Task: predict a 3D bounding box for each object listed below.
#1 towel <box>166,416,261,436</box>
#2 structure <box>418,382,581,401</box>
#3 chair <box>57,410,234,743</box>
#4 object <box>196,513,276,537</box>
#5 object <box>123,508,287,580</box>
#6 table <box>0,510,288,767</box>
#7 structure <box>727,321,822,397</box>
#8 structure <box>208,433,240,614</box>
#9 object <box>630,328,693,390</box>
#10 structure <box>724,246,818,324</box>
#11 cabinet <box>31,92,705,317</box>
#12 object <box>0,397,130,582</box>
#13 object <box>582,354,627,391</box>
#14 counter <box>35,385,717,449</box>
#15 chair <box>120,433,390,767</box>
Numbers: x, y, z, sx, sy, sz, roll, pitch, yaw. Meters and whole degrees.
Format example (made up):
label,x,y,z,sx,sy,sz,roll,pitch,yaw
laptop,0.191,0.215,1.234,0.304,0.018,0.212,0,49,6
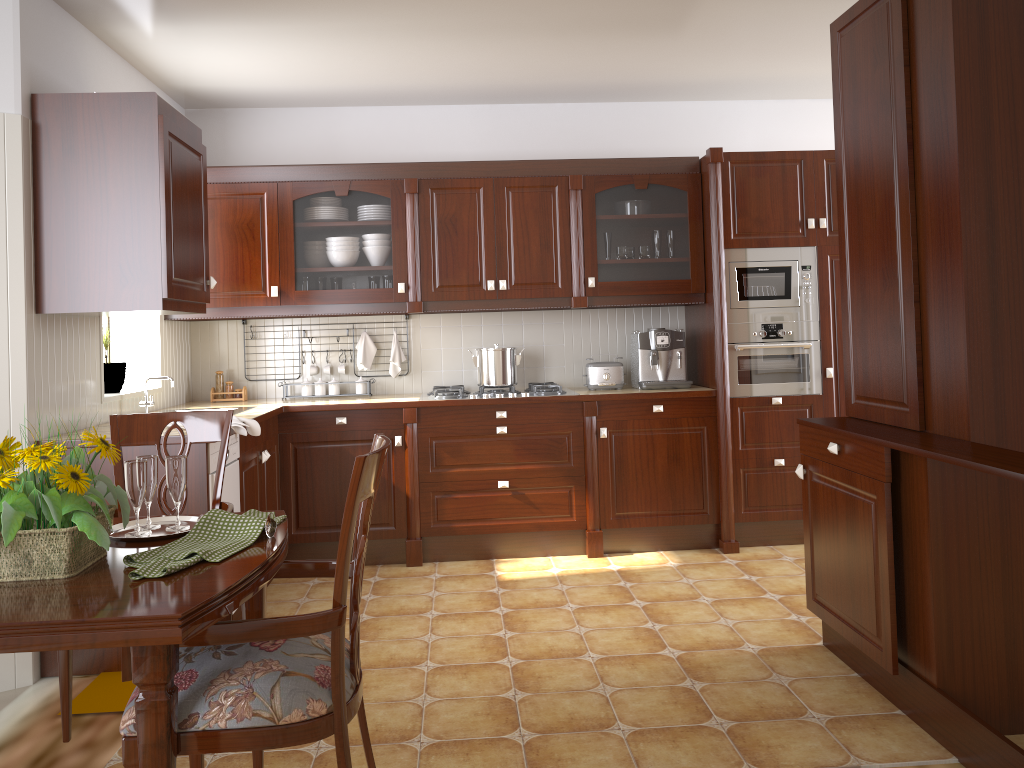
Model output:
label,x,y,z,sx,sy,sz,roll,pitch,yaw
towel,-1.147,0.168,3.431,0.344,0.097,0.329,-4,4,-41
structure,-0.079,0.034,4.695,0.816,0.046,0.591,-2,3,-4
chair,-0.933,0.465,2.317,0.404,0.746,0.459,-2,0,-6
object,-0.536,0.274,1.719,0.146,0.046,0.046,-1,1,10
object,-0.558,0.274,1.678,0.166,0.056,0.529,-1,3,10
table,-1.256,0.609,1.549,1.678,0.559,0.735,-2,2,-4
structure,1.341,-0.128,4.529,0.494,0.375,0.041,-2,-1,-4
structure,-1.259,0.580,3.332,0.379,0.748,0.424,-2,0,-4
object,0.799,-0.140,4.769,0.274,0.322,0.323,-2,1,-4
structure,1.318,-0.518,4.694,0.495,0.386,0.316,-2,1,-4
cabinet,-0.344,-0.725,3.888,2.781,0.780,1.369,-2,2,-4
object,-0.830,0.184,1.514,0.299,0.338,0.318,-2,1,-12
object,0.499,-0.064,4.758,0.243,0.188,0.141,-2,0,-3
counter,-0.329,0.113,4.070,2.783,0.032,1.826,-2,3,-4
chair,-0.442,0.490,1.604,0.459,0.746,0.404,-2,0,-3
